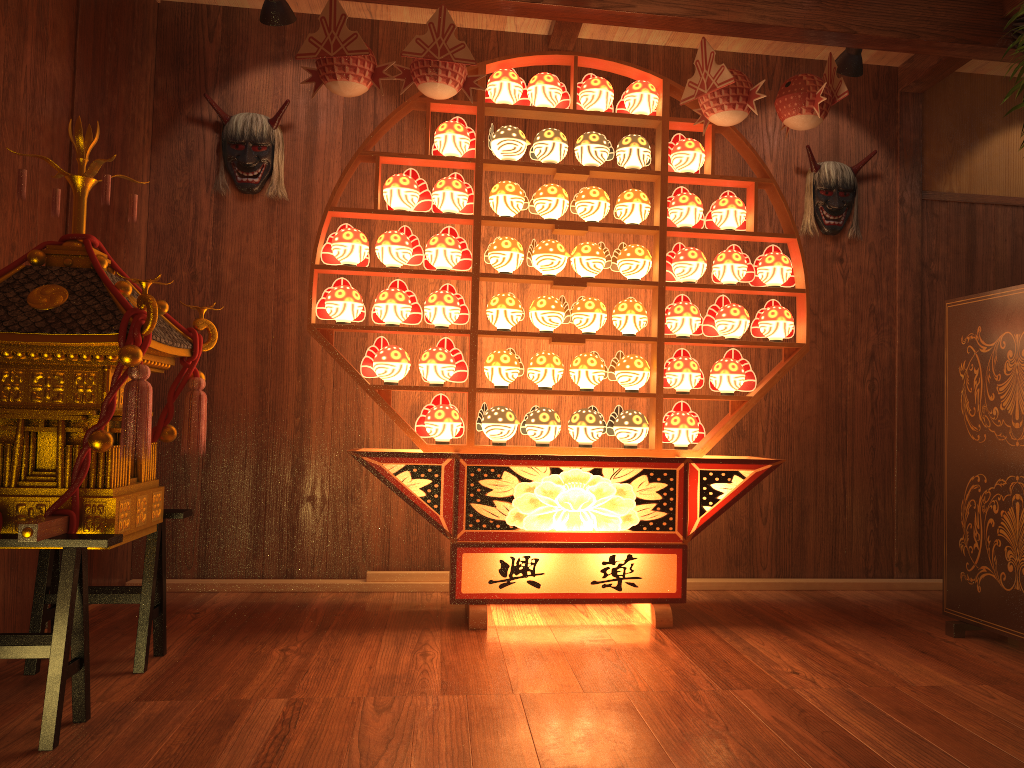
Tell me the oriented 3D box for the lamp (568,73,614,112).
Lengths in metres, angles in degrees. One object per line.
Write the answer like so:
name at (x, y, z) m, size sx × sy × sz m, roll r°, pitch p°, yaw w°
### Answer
lamp at (0.340, -1.170, 3.523) m, size 0.204 × 0.200 × 0.154 m, roll 2°, pitch -3°, yaw -17°

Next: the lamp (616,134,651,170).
lamp at (0.485, -0.931, 3.535) m, size 0.138 × 0.173 × 0.158 m, roll 1°, pitch -3°, yaw 9°

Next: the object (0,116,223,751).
object at (-1.163, 0.050, 2.323) m, size 0.613 × 1.514 × 0.802 m, roll 2°, pitch -3°, yaw -6°

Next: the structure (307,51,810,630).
structure at (0.217, -0.205, 3.469) m, size 1.980 × 2.195 × 0.485 m, roll 2°, pitch -3°, yaw -8°

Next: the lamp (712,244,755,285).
lamp at (0.881, -0.487, 3.579) m, size 0.176 × 0.191 × 0.161 m, roll 0°, pitch -3°, yaw 23°

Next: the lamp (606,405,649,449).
lamp at (0.477, 0.169, 3.493) m, size 0.144 × 0.173 × 0.151 m, roll 4°, pitch -3°, yaw -41°

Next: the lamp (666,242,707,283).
lamp at (0.718, -0.490, 3.553) m, size 0.195 × 0.187 × 0.152 m, roll 3°, pitch -3°, yaw -27°

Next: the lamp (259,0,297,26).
lamp at (-0.902, -1.465, 3.424) m, size 0.139 × 0.176 × 0.171 m, roll 3°, pitch -3°, yaw -21°

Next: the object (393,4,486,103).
object at (-0.265, -1.177, 3.197) m, size 0.351 × 0.306 × 0.213 m, roll 2°, pitch -3°, yaw -7°

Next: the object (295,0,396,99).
object at (-0.589, -1.178, 3.142) m, size 0.358 × 0.311 × 0.243 m, roll 1°, pitch -3°, yaw 19°

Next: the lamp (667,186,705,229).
lamp at (0.702, -0.718, 3.558) m, size 0.202 × 0.200 × 0.156 m, roll 2°, pitch -3°, yaw -7°

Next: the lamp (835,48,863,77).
lamp at (1.432, -1.390, 3.768) m, size 0.134 × 0.177 × 0.177 m, roll 1°, pitch -3°, yaw 14°

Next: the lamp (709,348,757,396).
lamp at (0.865, -0.052, 3.557) m, size 0.194 × 0.200 × 0.161 m, roll 0°, pitch -3°, yaw 28°

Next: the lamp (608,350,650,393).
lamp at (0.483, -0.050, 3.500) m, size 0.144 × 0.173 × 0.151 m, roll 4°, pitch -3°, yaw -41°

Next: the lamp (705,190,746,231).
lamp at (0.880, -0.710, 3.585) m, size 0.187 × 0.195 × 0.158 m, roll 1°, pitch -3°, yaw 8°

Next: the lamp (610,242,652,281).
lamp at (0.494, -0.491, 3.521) m, size 0.144 × 0.173 × 0.152 m, roll 3°, pitch -3°, yaw -36°

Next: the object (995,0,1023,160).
object at (1.869, -0.897, 2.777) m, size 0.581 × 1.260 × 0.696 m, roll 2°, pitch -3°, yaw -17°

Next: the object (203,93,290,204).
object at (-1.137, -1.000, 3.822) m, size 0.367 × 0.453 × 0.136 m, roll 2°, pitch -3°, yaw -8°

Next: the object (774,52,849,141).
object at (1.121, -1.133, 3.397) m, size 0.231 × 0.318 × 0.362 m, roll 2°, pitch -3°, yaw -10°

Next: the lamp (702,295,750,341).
lamp at (0.894, -0.271, 3.569) m, size 0.205 × 0.200 × 0.153 m, roll 3°, pitch -3°, yaw -22°

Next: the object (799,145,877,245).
object at (1.548, -0.886, 4.215) m, size 0.367 × 0.453 × 0.136 m, roll 2°, pitch -3°, yaw -8°

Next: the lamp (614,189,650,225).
lamp at (0.483, -0.711, 3.525) m, size 0.140 × 0.173 × 0.156 m, roll 2°, pitch -3°, yaw -1°

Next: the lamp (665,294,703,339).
lamp at (0.687, -0.275, 3.538) m, size 0.189 × 0.195 × 0.157 m, roll 1°, pitch -3°, yaw 3°

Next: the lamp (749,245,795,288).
lamp at (1.071, -0.486, 3.604) m, size 0.198 × 0.200 × 0.158 m, roll 1°, pitch -3°, yaw 8°

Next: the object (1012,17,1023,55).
object at (2.093, -1.156, 2.795) m, size 0.096 × 0.751 × 1.488 m, roll 2°, pitch -3°, yaw -4°

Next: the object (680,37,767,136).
object at (0.809, -1.130, 3.350) m, size 0.248 × 0.314 × 0.353 m, roll 3°, pitch -3°, yaw -29°

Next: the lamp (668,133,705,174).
lamp at (0.715, -0.937, 3.570) m, size 0.205 × 0.200 × 0.153 m, roll 3°, pitch -3°, yaw -22°

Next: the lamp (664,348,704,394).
lamp at (0.684, -0.054, 3.528) m, size 0.185 × 0.194 × 0.157 m, roll 1°, pitch -3°, yaw 3°

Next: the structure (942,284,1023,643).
structure at (1.785, 0.288, 3.005) m, size 0.274 × 1.250 × 0.790 m, roll 2°, pitch -3°, yaw -9°

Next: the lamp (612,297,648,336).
lamp at (0.466, -0.271, 3.506) m, size 0.138 × 0.173 × 0.158 m, roll 1°, pitch -3°, yaw 9°

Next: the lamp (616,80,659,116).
lamp at (0.520, -1.158, 3.549) m, size 0.190 × 0.188 × 0.156 m, roll 2°, pitch -3°, yaw -2°

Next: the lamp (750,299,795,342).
lamp at (1.076, -0.262, 3.595) m, size 0.182 × 0.192 × 0.157 m, roll 1°, pitch -3°, yaw 3°

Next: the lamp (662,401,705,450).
lamp at (0.676, 0.163, 3.522) m, size 0.193 × 0.197 × 0.158 m, roll 1°, pitch -3°, yaw 8°
